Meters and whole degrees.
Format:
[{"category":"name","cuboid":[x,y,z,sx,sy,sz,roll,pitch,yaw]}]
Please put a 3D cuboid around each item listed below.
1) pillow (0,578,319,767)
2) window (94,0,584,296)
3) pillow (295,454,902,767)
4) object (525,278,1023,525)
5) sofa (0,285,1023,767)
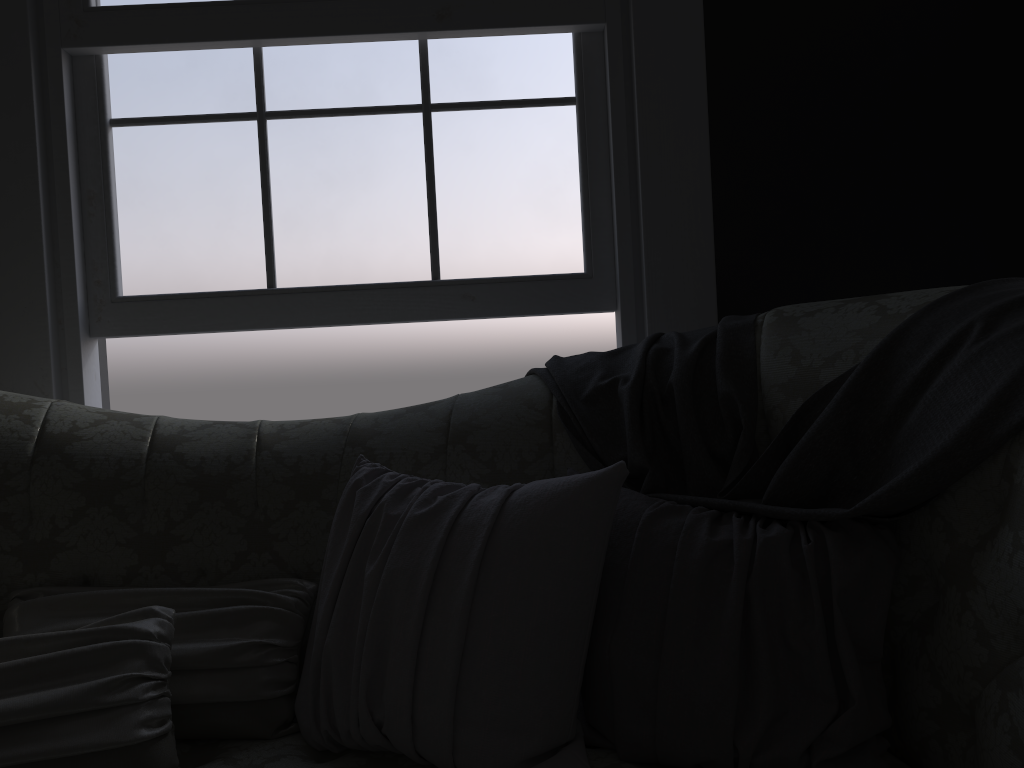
[{"category":"pillow","cuboid":[-0.891,0.415,1.357,1.105,0.416,0.529,-3,1,-1]},{"category":"window","cuboid":[-0.454,-1.065,2.268,1.263,1.672,0.056,-3,2,-1]},{"category":"pillow","cuboid":[0.106,0.341,1.396,0.964,0.462,0.404,-3,1,7]},{"category":"object","cuboid":[0.538,0.139,1.548,0.516,0.585,1.367,-4,1,-42]},{"category":"sofa","cuboid":[-0.406,0.477,1.438,2.813,1.161,1.605,-3,1,0]}]
